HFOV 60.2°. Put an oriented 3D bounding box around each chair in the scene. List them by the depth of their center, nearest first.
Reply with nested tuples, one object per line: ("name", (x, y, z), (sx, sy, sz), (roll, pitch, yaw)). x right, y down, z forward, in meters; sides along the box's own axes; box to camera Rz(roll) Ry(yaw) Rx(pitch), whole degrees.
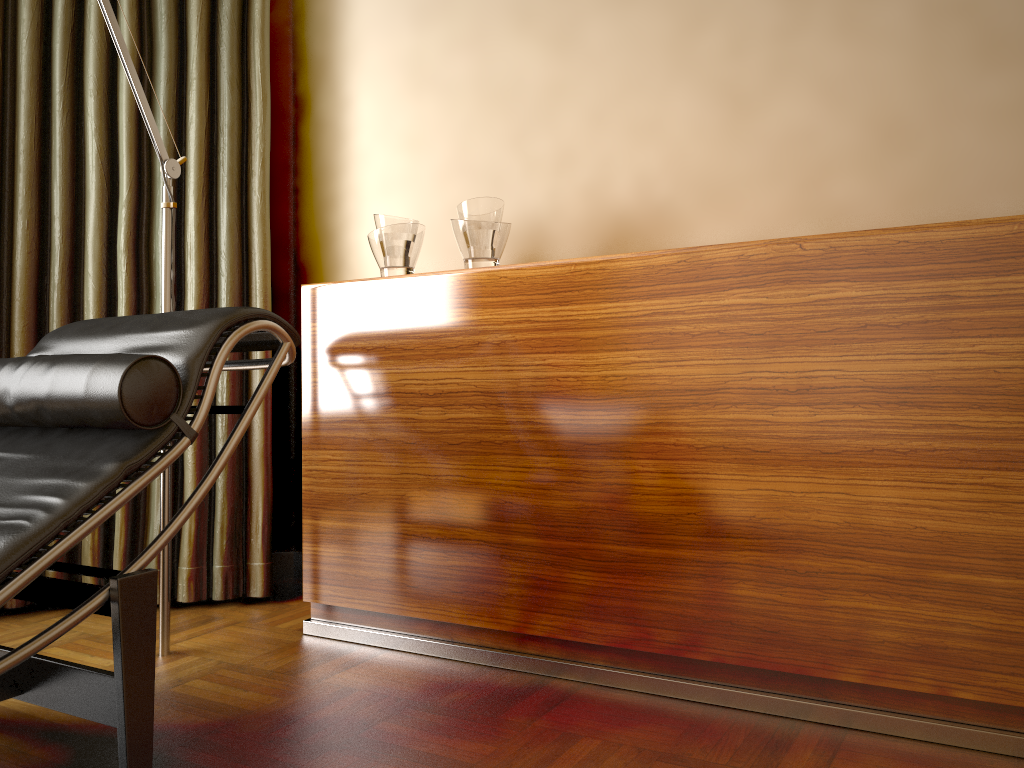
("chair", (-1.112, 0.264, 1.221), (0.634, 0.801, 1.785), (-3, -1, 31))

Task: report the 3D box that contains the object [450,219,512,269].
("object", (-0.077, -0.349, 2.231), (0.155, 0.155, 0.155), (-2, -2, 21))

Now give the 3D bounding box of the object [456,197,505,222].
("object", (-0.078, -0.388, 2.234), (0.122, 0.151, 0.122), (-2, -3, 10))

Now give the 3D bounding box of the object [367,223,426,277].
("object", (-0.308, -0.345, 2.367), (0.156, 0.155, 0.155), (-1, -2, -13))

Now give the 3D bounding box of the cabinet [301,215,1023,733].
("cabinet", (0.283, 0.155, 2.037), (1.670, 0.867, 0.414), (-2, -3, 30))

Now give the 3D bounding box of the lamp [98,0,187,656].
("lamp", (-1.050, -0.284, 1.546), (0.450, 1.979, 1.411), (-4, -4, 34))

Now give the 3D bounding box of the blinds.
("blinds", (-1.493, -0.588, 2.576), (1.532, 2.468, 0.223), (-1, -5, -14))

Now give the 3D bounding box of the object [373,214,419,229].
("object", (-0.309, -0.384, 2.370), (0.122, 0.151, 0.122), (-2, -3, 13))
